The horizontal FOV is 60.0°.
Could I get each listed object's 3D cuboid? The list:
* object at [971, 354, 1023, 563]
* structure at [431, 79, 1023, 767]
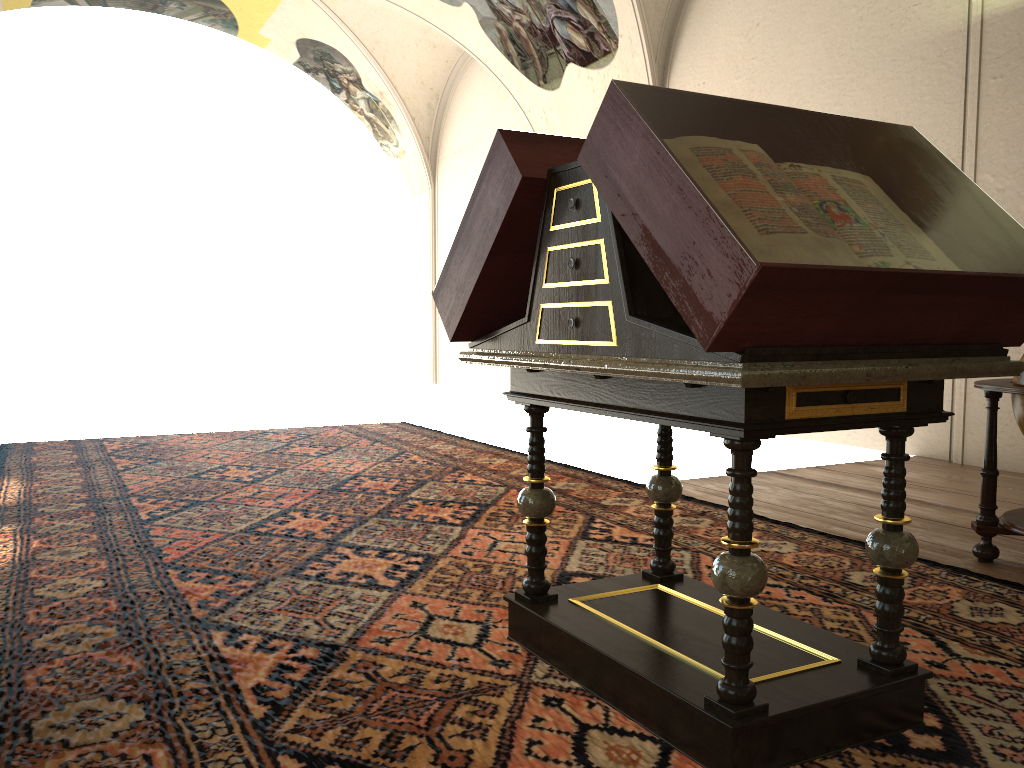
[{"bbox_3d":[3.138,0.269,4.662,1.278,1.451,1.277,2,5,24],"label":"object"},{"bbox_3d":[0.662,0.104,3.138,1.245,1.984,1.889,-2,5,-28],"label":"structure"}]
